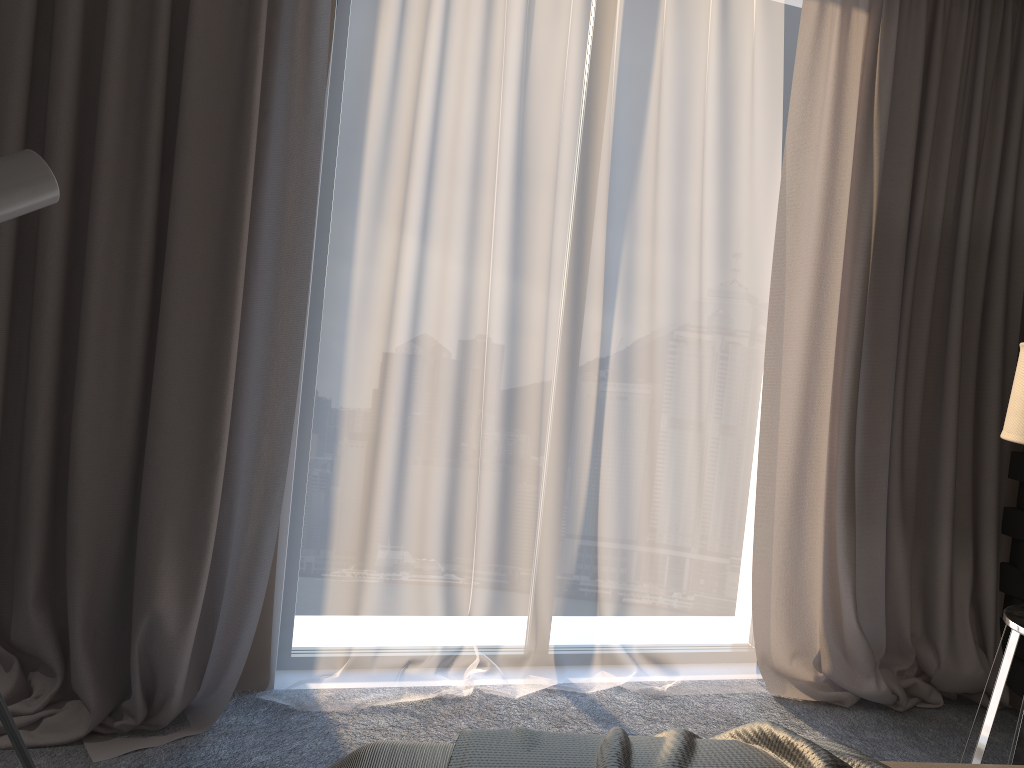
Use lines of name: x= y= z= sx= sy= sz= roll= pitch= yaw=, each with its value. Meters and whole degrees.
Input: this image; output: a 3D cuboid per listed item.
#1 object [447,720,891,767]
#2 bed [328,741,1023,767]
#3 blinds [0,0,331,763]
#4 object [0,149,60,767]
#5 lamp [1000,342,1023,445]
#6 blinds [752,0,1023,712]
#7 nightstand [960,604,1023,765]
object: x=0.226 y=0.662 z=0.420 sx=0.627 sy=0.322 sz=2.026 roll=6 pitch=4 yaw=-4
bed: x=0.662 y=0.883 z=0.498 sx=2.327 sy=0.623 sz=2.263 roll=6 pitch=4 yaw=-6
blinds: x=-1.045 y=-0.425 z=2.169 sx=1.083 sy=2.639 sz=0.347 roll=5 pitch=3 yaw=-16
object: x=-1.254 y=0.208 z=1.595 sx=0.635 sy=1.404 sz=0.580 roll=5 pitch=3 yaw=-14
lamp: x=1.349 y=0.243 z=1.994 sx=0.447 sy=0.630 sz=0.486 roll=8 pitch=3 yaw=27
blinds: x=1.361 y=-0.225 z=2.966 sx=1.033 sy=2.638 sz=0.330 roll=5 pitch=3 yaw=-17
nightstand: x=1.284 y=0.857 z=2.010 sx=0.546 sy=0.603 sz=0.556 roll=6 pitch=3 yaw=7
